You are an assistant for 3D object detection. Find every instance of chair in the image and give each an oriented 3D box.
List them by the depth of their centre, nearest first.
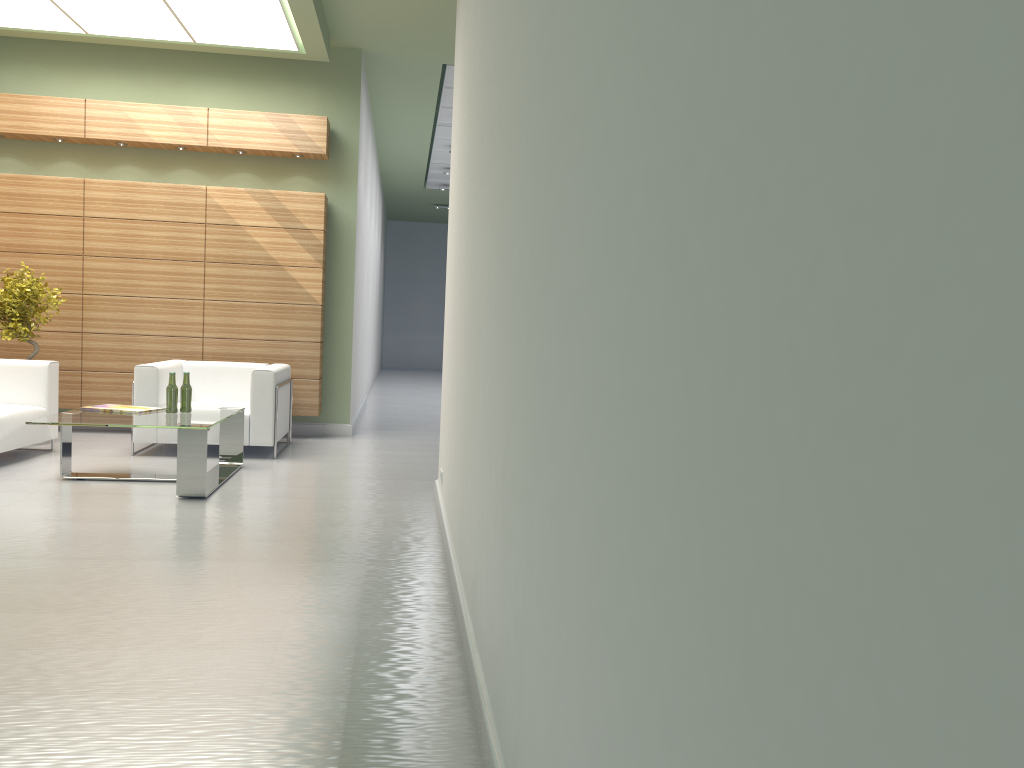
[{"bbox_3d":[-6.876,0.322,10.925,1.769,1.234,1.894,2,4,-2],"label":"chair"},{"bbox_3d":[-4.222,0.328,12.708,1.894,1.234,1.802,2,4,-7],"label":"chair"}]

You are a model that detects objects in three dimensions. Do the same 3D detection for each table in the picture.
[{"bbox_3d":[-4.174,0.710,10.147,1.783,0.742,2.197,2,4,-7],"label":"table"}]

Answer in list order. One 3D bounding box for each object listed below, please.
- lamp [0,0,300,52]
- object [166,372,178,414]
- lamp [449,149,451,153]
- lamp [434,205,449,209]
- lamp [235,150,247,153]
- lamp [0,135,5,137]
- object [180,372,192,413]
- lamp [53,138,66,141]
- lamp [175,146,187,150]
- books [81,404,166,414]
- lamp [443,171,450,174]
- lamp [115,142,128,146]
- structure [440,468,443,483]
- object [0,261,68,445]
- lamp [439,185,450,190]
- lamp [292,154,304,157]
[{"bbox_3d":[-5.164,-5.106,10.622,4.571,0.325,5.060,2,4,-7],"label":"lamp"},{"bbox_3d":[-3.936,0.101,10.267,0.131,0.475,0.131,-1,5,-42],"label":"object"},{"bbox_3d":[-1.234,-5.844,22.156,0.657,0.159,0.286,2,4,-7],"label":"lamp"},{"bbox_3d":[-2.536,-6.558,32.697,0.657,0.159,0.286,2,4,-7],"label":"lamp"},{"bbox_3d":[-4.279,-3.685,13.987,0.181,0.074,0.181,6,5,43],"label":"lamp"},{"bbox_3d":[-7.851,-3.815,13.537,0.181,0.074,0.181,2,4,-13],"label":"lamp"},{"bbox_3d":[-3.822,0.098,10.403,0.131,0.475,0.131,-1,5,-42],"label":"object"},{"bbox_3d":[-6.960,-3.783,13.649,0.181,0.074,0.181,2,4,-13],"label":"lamp"},{"bbox_3d":[-5.175,-3.718,13.874,0.181,0.074,0.181,2,4,-13],"label":"lamp"},{"bbox_3d":[-4.564,0.289,10.426,0.762,0.025,0.508,3,4,13],"label":"books"},{"bbox_3d":[-1.618,-6.054,25.259,0.657,0.159,0.286,2,4,-7],"label":"lamp"},{"bbox_3d":[-6.058,-3.750,13.763,0.181,0.074,0.181,6,5,43],"label":"lamp"},{"bbox_3d":[-0.728,0.944,9.139,0.017,0.118,0.262,2,4,-7],"label":"structure"},{"bbox_3d":[-7.004,-0.458,12.506,1.201,2.565,1.116,0,5,-39],"label":"object"},{"bbox_3d":[-1.990,-6.258,28.277,0.657,0.159,0.286,2,4,-7],"label":"lamp"},{"bbox_3d":[-3.401,-3.653,14.097,0.181,0.074,0.181,2,4,-13],"label":"lamp"}]
